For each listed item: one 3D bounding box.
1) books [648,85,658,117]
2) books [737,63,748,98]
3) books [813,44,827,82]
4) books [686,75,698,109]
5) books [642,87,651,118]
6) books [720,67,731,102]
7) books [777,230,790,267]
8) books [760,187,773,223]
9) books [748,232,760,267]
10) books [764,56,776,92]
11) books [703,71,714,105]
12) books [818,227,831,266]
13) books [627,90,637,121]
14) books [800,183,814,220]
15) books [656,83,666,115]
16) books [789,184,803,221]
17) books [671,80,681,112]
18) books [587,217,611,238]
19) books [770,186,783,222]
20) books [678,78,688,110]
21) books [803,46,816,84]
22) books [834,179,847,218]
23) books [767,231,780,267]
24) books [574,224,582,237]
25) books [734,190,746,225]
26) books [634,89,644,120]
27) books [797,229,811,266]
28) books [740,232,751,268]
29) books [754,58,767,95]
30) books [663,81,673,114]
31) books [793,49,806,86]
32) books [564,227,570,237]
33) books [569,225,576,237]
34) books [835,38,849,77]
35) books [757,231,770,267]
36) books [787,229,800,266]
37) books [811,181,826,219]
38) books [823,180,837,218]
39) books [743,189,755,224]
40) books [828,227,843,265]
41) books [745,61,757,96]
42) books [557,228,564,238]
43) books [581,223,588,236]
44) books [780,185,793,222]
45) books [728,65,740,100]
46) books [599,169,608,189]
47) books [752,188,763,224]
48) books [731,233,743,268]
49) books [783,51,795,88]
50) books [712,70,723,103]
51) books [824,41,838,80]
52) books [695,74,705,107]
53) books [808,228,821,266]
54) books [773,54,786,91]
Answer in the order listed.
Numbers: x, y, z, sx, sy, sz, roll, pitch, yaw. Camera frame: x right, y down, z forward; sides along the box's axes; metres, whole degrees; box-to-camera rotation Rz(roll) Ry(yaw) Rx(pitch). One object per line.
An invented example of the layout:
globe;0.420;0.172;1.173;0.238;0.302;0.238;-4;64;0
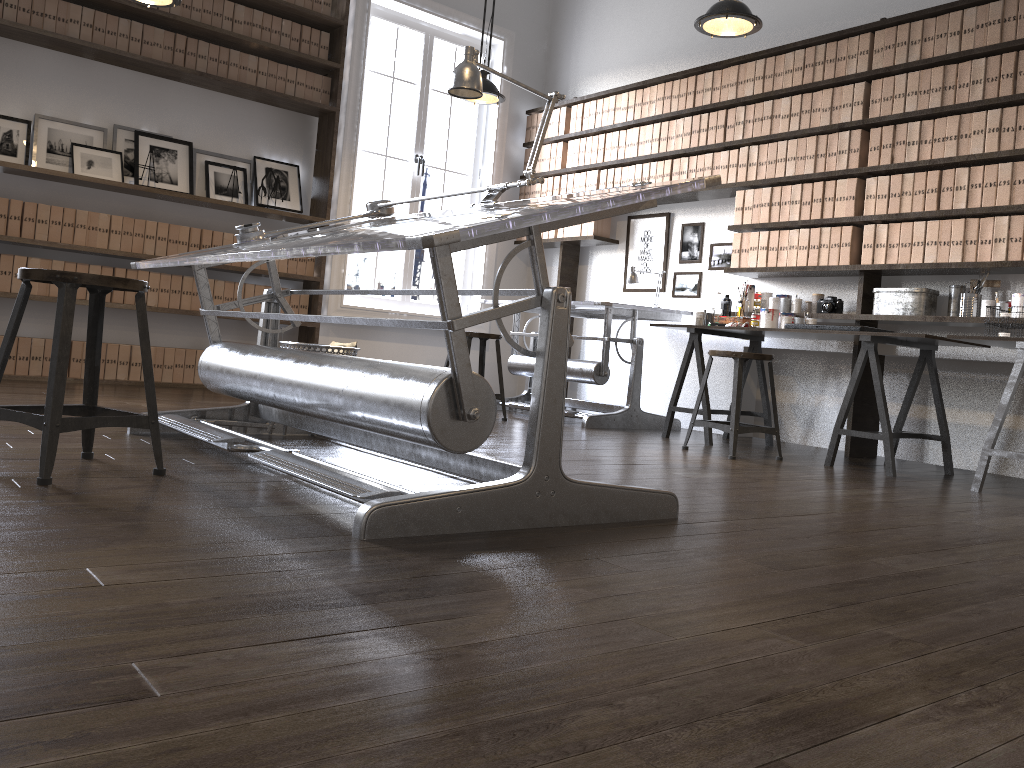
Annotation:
books;1.064;-1.996;6.320;0.174;0.226;0.067;5;-1;-38
books;1.539;-1.932;5.715;0.174;0.226;0.067;5;-1;-38
books;1.880;-1.887;5.280;0.174;0.226;0.067;5;-1;-38
books;1.276;-1.967;6.045;0.174;0.226;0.067;5;-1;-38
books;1.024;-2.001;6.377;0.174;0.226;0.067;5;-1;-38
books;1.458;-1.943;5.822;0.174;0.226;0.067;5;-1;-38
books;1.698;-0.809;5.375;0.174;0.226;0.067;5;-1;-38
books;1.626;-1.091;5.491;0.174;0.226;0.067;5;-1;-38
books;1.564;-0.826;5.539;0.174;0.226;0.067;5;-1;-38
books;1.667;-1.915;5.554;0.174;0.226;0.067;5;-1;-38
books;1.367;-1.955;5.931;0.174;0.226;0.067;5;-1;-38
books;1.867;-0.786;5.154;0.174;0.226;0.067;5;-1;-38
books;0.933;-2.013;6.483;0.174;0.226;0.067;5;-1;-38
books;1.803;-1.068;5.274;0.174;0.226;0.067;5;-1;-38
books;1.106;-1.990;6.261;0.174;0.226;0.067;5;-1;-38
books;1.756;-1.074;5.327;0.174;0.226;0.067;5;-1;-38
books;1.193;-1.978;6.157;0.174;0.226;0.067;5;-1;-38
books;0.665;-1.219;6.724;0.174;0.226;0.067;5;-1;-38
books;1.672;-1.085;5.441;0.174;0.226;0.067;5;-1;-38
books;1.235;-1.973;6.107;0.174;0.226;0.067;5;-1;-38
books;1.837;-1.892;5.327;0.174;0.226;0.067;5;-1;-38
books;1.940;-1.049;5.096;0.174;0.226;0.067;5;-1;-38
books;1.653;-0.815;5.428;0.174;0.226;0.067;5;-1;-38
books;0.575;-1.231;6.831;0.174;0.226;0.067;5;-1;-38
books;1.502;-1.108;5.650;0.174;0.226;0.067;5;-1;-38
books;0.979;-2.007;6.431;0.174;0.226;0.067;5;-1;-38
books;1.780;-0.797;5.258;0.174;0.226;0.067;5;-1;-38
books;1.526;-0.832;5.590;0.174;0.226;0.067;5;-1;-38
books;1.620;-1.921;5.607;0.174;0.226;0.067;5;-1;-38
books;1.150;-1.984;6.204;0.174;0.226;0.067;5;-1;-38
books;1.793;-1.898;5.384;0.174;0.226;0.067;5;-1;-38
books;0.498;-1.242;6.935;0.174;0.226;0.067;5;-1;-38
books;0.538;-1.236;6.886;0.174;0.226;0.067;5;-1;-38
books;1.971;-1.875;5.168;0.174;0.226;0.067;5;-1;-38
books;1.607;-0.821;5.481;0.174;0.226;0.067;5;-1;-38
books;1.738;-0.803;5.317;0.174;0.226;0.067;5;-1;-38
books;1.845;-1.062;5.212;0.174;0.226;0.067;5;-1;-38
books;1.895;-1.055;5.157;0.174;0.226;0.067;5;-1;-38
books;1.548;-1.101;5.595;0.174;0.226;0.067;5;-1;-38
books;1.909;-0.780;5.104;0.174;0.226;0.067;5;-1;-38
books;1.577;-1.927;5.665;0.174;0.226;0.067;5;-1;-38
books;0.452;-1.248;6.990;0.174;0.226;0.067;5;-1;-38
books;0.624;-1.225;6.780;0.174;0.226;0.067;5;-1;-38
books;1.716;-1.079;5.386;0.174;0.226;0.067;5;-1;-38
books;1.495;-1.938;5.765;0.174;0.226;0.067;5;-1;-38
books;0.743;-1.481;6.657;0.174;0.226;0.067;5;-1;-38
books;1.588;-1.096;5.546;0.174;0.226;0.067;5;-1;-38
books;1.481;-0.837;5.639;0.174;0.226;0.067;5;-1;-38
books;1.751;-1.904;5.443;0.174;0.226;0.067;5;-1;-38
books;1.414;-1.949;5.877;0.174;0.226;0.067;5;-1;-38
books;1.927;-1.880;5.222;0.174;0.226;0.067;5;-1;-38
books;1.327;-1.961;5.989;0.174;0.226;0.067;5;-1;-38
books;1.824;-0.791;5.201;0.174;0.226;0.067;5;-1;-38
books;1.711;-1.909;5.500;0.174;0.226;0.067;5;-1;-38
